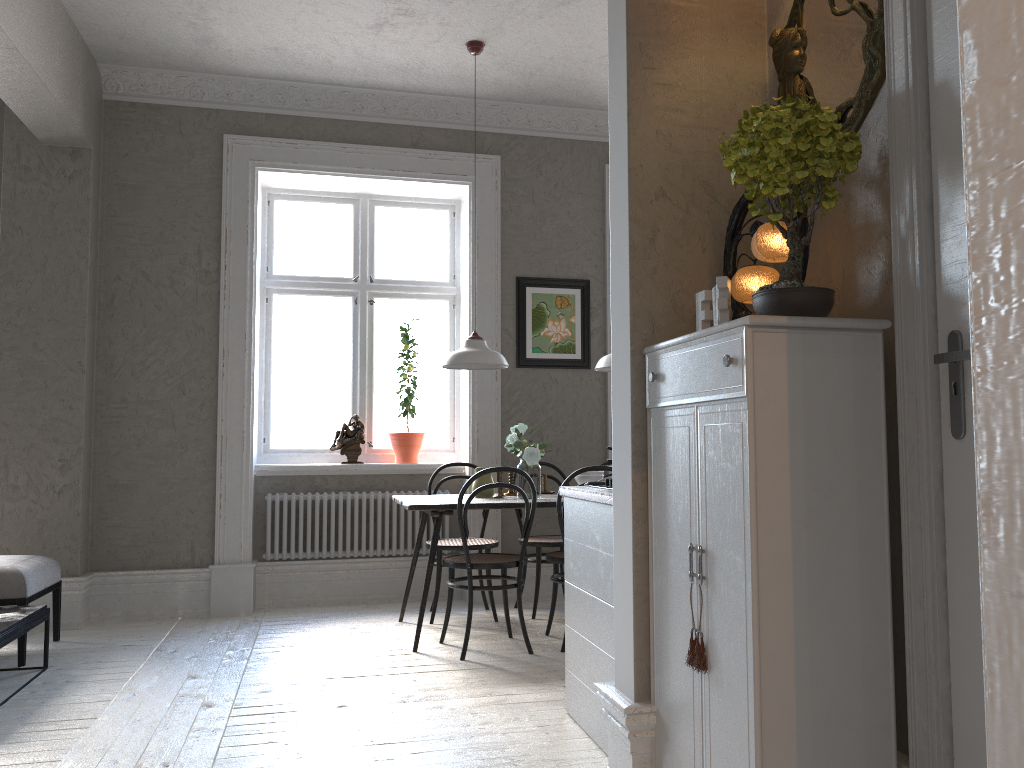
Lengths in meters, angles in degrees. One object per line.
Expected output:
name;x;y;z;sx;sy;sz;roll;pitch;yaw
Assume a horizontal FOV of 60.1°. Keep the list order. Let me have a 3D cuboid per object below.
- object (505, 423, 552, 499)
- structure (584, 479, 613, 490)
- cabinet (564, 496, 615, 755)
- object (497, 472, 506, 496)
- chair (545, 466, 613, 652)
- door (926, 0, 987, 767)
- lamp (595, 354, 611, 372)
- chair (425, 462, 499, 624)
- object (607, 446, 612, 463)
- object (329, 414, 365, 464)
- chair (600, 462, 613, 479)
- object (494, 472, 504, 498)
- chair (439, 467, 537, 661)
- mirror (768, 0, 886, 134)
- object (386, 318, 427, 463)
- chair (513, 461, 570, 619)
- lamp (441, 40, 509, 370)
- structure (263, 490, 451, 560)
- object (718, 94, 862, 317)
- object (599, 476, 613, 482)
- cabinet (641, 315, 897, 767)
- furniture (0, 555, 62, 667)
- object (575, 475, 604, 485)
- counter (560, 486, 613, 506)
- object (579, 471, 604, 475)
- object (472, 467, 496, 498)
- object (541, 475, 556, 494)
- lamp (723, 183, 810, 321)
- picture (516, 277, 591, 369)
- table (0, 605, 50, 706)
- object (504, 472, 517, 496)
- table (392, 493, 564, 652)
object;0.084;0.417;4.825;0.254;0.414;0.308;1;-4;-15
structure;0.628;0.369;3.304;0.612;0.031;0.491;1;-4;-14
cabinet;1.914;0.873;4.229;1.949;0.854;4.278;-3;-5;33
object;-0.063;0.559;5.093;0.061;0.172;0.062;-1;-4;8
chair;0.398;0.880;4.596;0.440;0.920;0.547;0;-4;-6
door;1.005;0.004;1.561;0.081;2.183;0.744;1;-4;-13
lamp;0.667;-1.004;5.215;0.381;1.858;0.377;0;-4;-6
chair;-0.303;0.939;5.362;0.440;0.920;0.547;0;-4;-6
object;0.472;0.284;3.348;0.197;0.147;0.186;2;-5;-34
object;-1.094;0.365;5.882;0.239;0.329;0.119;1;-4;-12
chair;0.720;0.951;5.609;0.438;0.920;0.549;0;-4;-1
object;-0.072;0.553;4.964;0.059;0.167;0.059;0;-4;0
chair;-0.124;0.873;4.458;0.443;0.920;0.543;1;-4;-16
mirror;0.835;-0.913;2.388;0.072;0.593;0.527;1;-4;-12
object;-0.712;0.041;6.006;0.265;0.991;0.274;-2;-5;26
chair;0.240;0.946;5.504;0.443;0.920;0.543;1;-4;-16
lamp;-0.208;-1.016;4.992;0.373;1.858;0.385;-2;-4;24
structure;-0.980;0.912;5.773;1.237;0.428;0.147;1;-4;-16
object;0.668;-0.415;2.133;0.335;0.553;0.301;-2;-4;21
object;0.545;0.580;5.058;0.127;0.119;0.125;0;-4;2
cabinet;0.615;0.520;2.239;0.387;1.297;0.660;1;-4;-13
furniture;-2.734;1.093;4.313;0.836;0.476;0.577;1;-4;-14
object;0.457;0.587;5.257;0.182;0.094;0.177;1;-4;-22
counter;1.675;0.494;4.658;3.424;0.039;3.130;1;-4;-13
object;0.457;0.567;5.259;0.182;0.094;0.177;1;-4;-22
object;-0.165;0.554;4.997;0.146;0.170;0.138;-3;-5;38
object;0.199;0.607;5.369;0.142;0.112;0.137;2;-5;-31
lamp;0.688;-0.280;2.414;0.172;0.558;0.447;0;-4;-5
picture;0.284;-0.413;6.018;0.526;0.619;0.020;1;-4;-14
table;-2.697;1.135;3.531;1.323;0.303;0.841;1;-4;-14
object;-0.005;0.564;5.169;0.098;0.172;0.094;2;-5;-32
table;0.320;1.005;5.025;1.939;0.735;0.896;1;-4;-14
